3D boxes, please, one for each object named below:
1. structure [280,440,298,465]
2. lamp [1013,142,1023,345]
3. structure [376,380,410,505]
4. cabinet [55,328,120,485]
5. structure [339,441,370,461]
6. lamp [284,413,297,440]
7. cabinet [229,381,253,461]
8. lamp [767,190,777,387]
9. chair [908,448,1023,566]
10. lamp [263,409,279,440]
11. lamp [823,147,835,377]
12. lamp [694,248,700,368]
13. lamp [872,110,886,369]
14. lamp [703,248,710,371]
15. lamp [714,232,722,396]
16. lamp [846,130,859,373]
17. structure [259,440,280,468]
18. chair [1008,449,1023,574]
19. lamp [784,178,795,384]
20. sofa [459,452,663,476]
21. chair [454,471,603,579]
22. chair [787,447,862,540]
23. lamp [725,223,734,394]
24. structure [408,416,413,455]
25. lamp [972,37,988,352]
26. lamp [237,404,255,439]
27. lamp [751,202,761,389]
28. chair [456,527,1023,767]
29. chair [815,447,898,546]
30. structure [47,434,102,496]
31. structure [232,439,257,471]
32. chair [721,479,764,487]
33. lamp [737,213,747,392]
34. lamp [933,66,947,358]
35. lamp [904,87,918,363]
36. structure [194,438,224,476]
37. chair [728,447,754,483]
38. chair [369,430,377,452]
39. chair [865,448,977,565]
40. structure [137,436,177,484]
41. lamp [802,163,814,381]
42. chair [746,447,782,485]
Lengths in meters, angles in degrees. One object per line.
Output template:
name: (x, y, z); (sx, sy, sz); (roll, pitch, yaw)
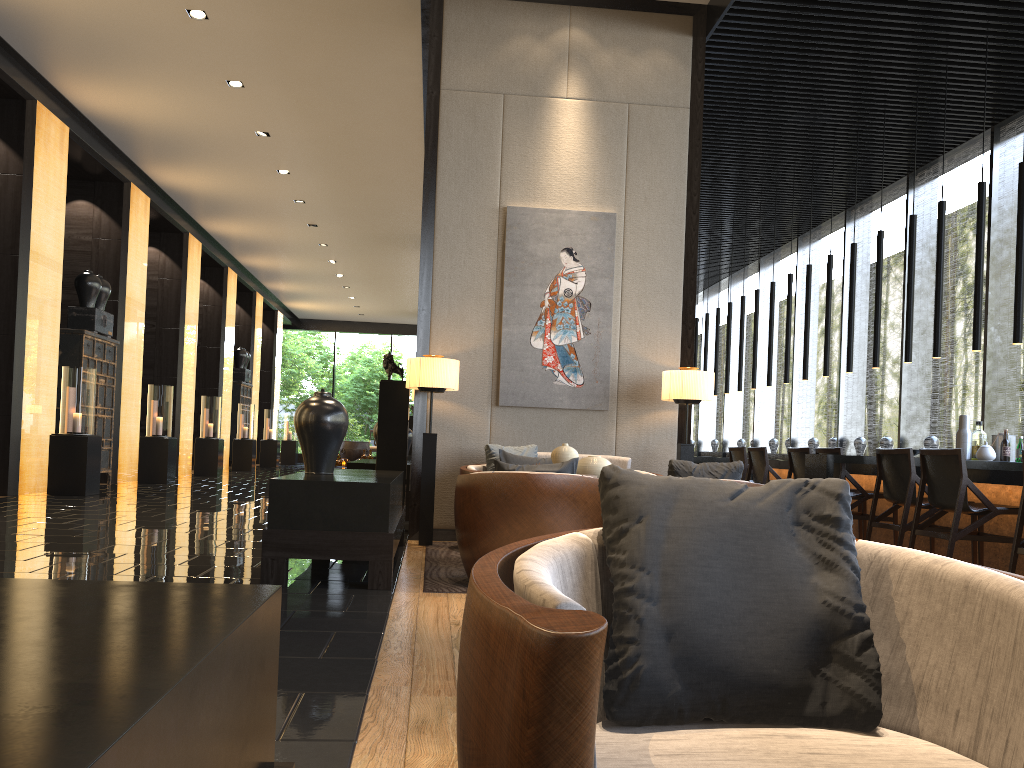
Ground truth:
structure: (-6.120, 1.881, 24.345); (0.402, 0.657, 0.403); (2, -2, -5)
lamp: (3.558, -1.485, 6.159); (0.060, 2.418, 0.060); (2, -1, -10)
structure: (-0.971, 0.584, 7.171); (0.240, 1.217, 0.240); (2, -1, -5)
cabinet: (-5.489, 0.333, 11.186); (0.548, 1.921, 1.189); (2, -2, -5)
structure: (-4.554, 2.011, 25.599); (0.874, 0.709, 0.875); (3, -3, -17)
lamp: (-6.093, 1.182, 24.359); (0.337, 0.728, 0.337); (3, -1, -18)
cabinet: (-6.282, 0.932, 19.969); (0.548, 1.921, 1.189); (2, -2, -5)
lamp: (3.149, -1.176, 10.687); (0.060, 2.418, 0.060); (2, -1, -10)
chair: (2.886, 0.826, 5.606); (0.563, 0.826, 0.526); (2, -2, -5)
lamp: (-5.829, 0.983, 21.435); (0.337, 0.728, 0.337); (2, -1, -3)
lamp: (3.288, -1.281, 9.147); (0.060, 2.418, 0.060); (2, -1, -10)
lamp: (2.873, -0.968, 13.745); (0.060, 2.418, 0.060); (3, -1, -40)
lamp: (3.381, -1.351, 8.121); (0.060, 2.418, 0.060); (2, -1, -10)
lamp: (2.919, -1.002, 13.235); (0.060, 2.418, 0.060); (2, -1, -10)
lamp: (2.965, -1.037, 12.723); (0.060, 2.418, 0.060); (2, -1, -10)
lamp: (3.334, -1.316, 8.635); (0.060, 2.418, 0.060); (2, -1, -10)
structure: (-5.856, 1.682, 21.421); (0.402, 0.657, 0.403); (2, -2, -5)
chair: (2.977, 0.757, 4.597); (0.563, 0.826, 0.526); (2, -2, -5)
lamp: (3.196, -1.212, 10.164); (0.060, 2.418, 0.060); (2, -1, -10)
sofa: (0.341, 0.838, 6.306); (1.449, 0.693, 0.603); (3, -2, -5)
chair: (0.102, 0.748, 4.561); (0.804, 0.603, 0.607); (3, -2, -5)
chair: (2.691, 0.973, 7.761); (0.563, 0.826, 0.526); (2, -2, -5)
lamp: (3.011, -1.072, 12.215); (0.060, 2.418, 0.060); (2, -1, -10)
structure: (-1.777, 1.193, 16.094); (0.240, 1.217, 0.240); (2, -1, -5)
lamp: (3.516, -1.453, 6.622); (0.060, 2.418, 0.060); (2, -1, -10)
lamp: (-5.565, 0.783, 18.510); (0.337, 0.728, 0.337); (2, -1, -3)
lamp: (3.103, -1.141, 11.199); (0.060, 2.418, 0.060); (2, -1, -10)
chair: (0.322, 0.514, 1.178); (0.804, 0.603, 0.607); (3, -2, -5)
chair: (2.743, 0.934, 7.188); (0.563, 0.826, 0.526); (2, -2, -5)
structure: (-4.799, 0.884, 9.722); (0.402, 0.657, 0.403); (2, -2, -5)
structure: (-5.591, 1.482, 18.496); (0.402, 0.657, 0.403); (2, -2, -5)
chair: (0.953, 0.788, 4.637); (0.804, 0.603, 0.607); (3, -2, -5)
lamp: (3.056, -1.106, 11.709); (0.060, 2.418, 0.060); (2, -1, -10)
lamp: (3.469, -1.418, 7.143); (0.060, 2.418, 0.060); (2, -1, -10)
lamp: (3.430, -1.389, 7.572); (0.060, 2.418, 0.060); (2, -1, -10)
structure: (-5.327, 1.283, 15.572); (0.402, 0.657, 0.403); (2, -2, -5)
chair: (2.548, 1.081, 9.342); (0.563, 0.826, 0.526); (2, -2, -5)
chair: (-4.038, 1.905, 26.332); (0.520, 1.075, 0.537); (2, -1, -5)
chair: (2.834, 0.865, 6.179); (0.563, 0.826, 0.526); (2, -2, -5)
structure: (-5.063, 1.084, 12.647); (0.402, 0.657, 0.403); (2, -2, -5)
lamp: (3.242, -1.246, 9.658); (0.060, 2.418, 0.060); (2, -1, -10)
chair: (2.600, 1.042, 8.770); (0.563, 0.826, 0.526); (2, -2, -5)
